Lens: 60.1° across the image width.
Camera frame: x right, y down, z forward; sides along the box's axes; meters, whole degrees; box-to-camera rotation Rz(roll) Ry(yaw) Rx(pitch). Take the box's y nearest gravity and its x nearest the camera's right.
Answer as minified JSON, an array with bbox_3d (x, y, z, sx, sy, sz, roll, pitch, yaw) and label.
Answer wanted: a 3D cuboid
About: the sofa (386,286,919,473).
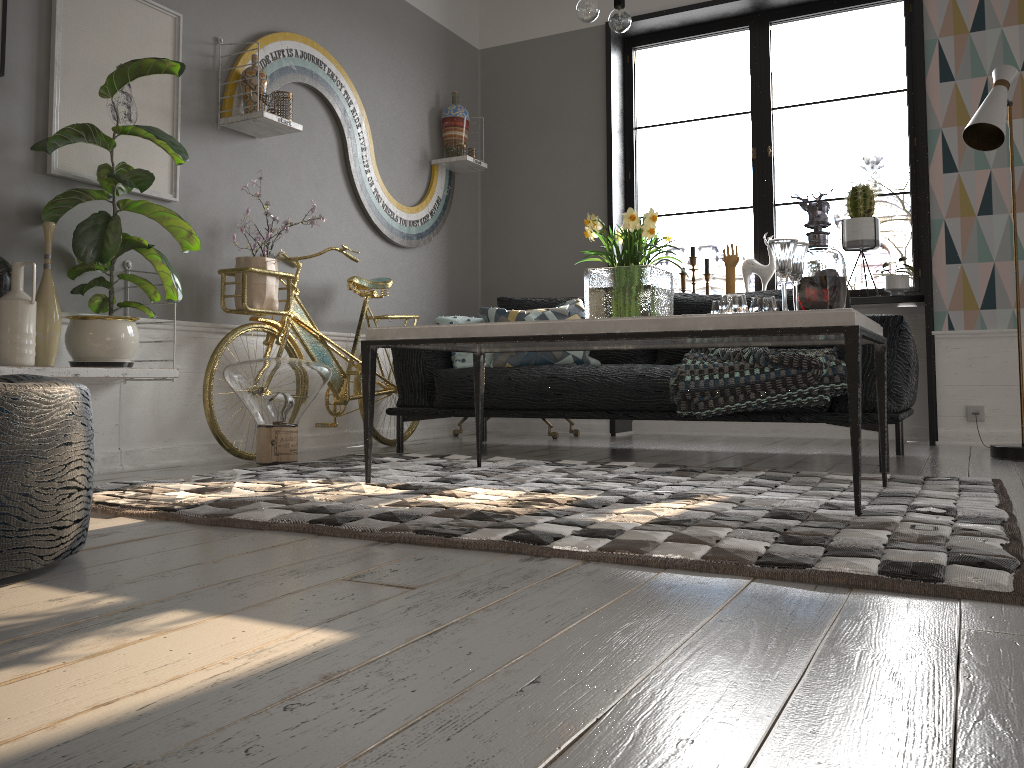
[{"bbox_3d":[0.606,-0.064,4.131,2.339,0.801,0.968,0,-1,27],"label":"sofa"}]

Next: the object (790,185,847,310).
[{"bbox_3d":[0.939,-0.393,2.704,0.155,0.419,0.148,3,-5,-43],"label":"object"}]

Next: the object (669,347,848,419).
[{"bbox_3d":[1.008,-0.041,3.592,0.666,0.330,0.489,0,-1,23],"label":"object"}]

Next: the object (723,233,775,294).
[{"bbox_3d":[1.565,-0.676,5.163,0.662,0.411,0.134,-1,-3,29],"label":"object"}]

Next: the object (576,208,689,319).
[{"bbox_3d":[0.359,-0.357,2.778,0.351,0.352,0.324,-1,-2,30],"label":"object"}]

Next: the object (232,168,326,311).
[{"bbox_3d":[-1.022,-0.632,3.973,0.487,0.644,0.253,2,-4,-45],"label":"object"}]

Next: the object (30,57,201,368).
[{"bbox_3d":[-1.430,-0.632,3.224,0.566,1.155,0.414,1,-4,-23],"label":"object"}]

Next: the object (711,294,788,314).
[{"bbox_3d":[0.745,-0.222,2.713,0.246,0.088,0.278,0,0,5],"label":"object"}]

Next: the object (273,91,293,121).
[{"bbox_3d":[-1.043,-1.253,4.033,0.086,0.140,0.085,-1,-3,20],"label":"object"}]

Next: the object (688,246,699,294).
[{"bbox_3d":[1.107,-0.662,5.393,0.123,0.377,0.123,-2,-4,32],"label":"object"}]

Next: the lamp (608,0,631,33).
[{"bbox_3d":[0.385,-1.910,2.265,0.074,1.542,1.391,0,-2,-3],"label":"lamp"}]

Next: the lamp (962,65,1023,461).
[{"bbox_3d":[2.400,-0.536,3.949,0.679,1.709,1.243,-2,-3,26],"label":"lamp"}]

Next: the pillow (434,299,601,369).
[{"bbox_3d":[0.030,-0.242,4.382,0.798,0.363,0.442,0,-1,10],"label":"pillow"}]

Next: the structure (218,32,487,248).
[{"bbox_3d":[-0.731,-1.279,4.768,0.267,0.958,2.018,-2,-1,28],"label":"structure"}]

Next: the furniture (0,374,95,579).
[{"bbox_3d":[-1.161,0.159,1.597,0.735,0.358,0.734,0,-1,14],"label":"furniture"}]

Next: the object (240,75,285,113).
[{"bbox_3d":[-1.098,-1.264,3.897,0.197,0.166,0.060,1,-3,-29],"label":"object"}]

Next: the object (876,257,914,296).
[{"bbox_3d":[2.081,-0.580,4.796,0.170,0.204,0.246,-1,-2,30],"label":"object"}]

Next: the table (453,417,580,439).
[{"bbox_3d":[0.022,-0.015,5.517,0.742,0.682,0.338,-1,-3,27],"label":"table"}]

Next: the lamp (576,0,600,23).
[{"bbox_3d":[0.274,-1.910,2.182,0.074,1.542,1.391,0,-2,-3],"label":"lamp"}]

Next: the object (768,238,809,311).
[{"bbox_3d":[0.796,-0.295,2.536,0.082,0.228,0.167,-3,-4,39],"label":"object"}]

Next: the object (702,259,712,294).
[{"bbox_3d":[1.193,-0.625,5.403,0.075,0.302,0.075,2,-4,-32],"label":"object"}]

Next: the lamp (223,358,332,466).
[{"bbox_3d":[-0.963,0.111,3.636,0.432,0.439,0.431,1,-2,-32],"label":"lamp"}]

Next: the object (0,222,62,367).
[{"bbox_3d":[-1.653,-0.299,2.844,0.331,0.490,0.285,0,-3,-12],"label":"object"}]

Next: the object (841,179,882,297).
[{"bbox_3d":[1.939,-0.813,4.913,0.235,0.673,0.227,0,-3,-2],"label":"object"}]

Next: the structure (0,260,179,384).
[{"bbox_3d":[-2.020,-0.240,2.199,0.308,0.488,2.771,-2,-1,28],"label":"structure"}]

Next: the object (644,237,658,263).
[{"bbox_3d":[0.818,-0.718,5.546,0.145,0.492,0.162,2,-4,-26],"label":"object"}]

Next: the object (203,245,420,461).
[{"bbox_3d":[-0.854,-0.154,4.308,0.426,0.973,1.622,-1,-1,19],"label":"object"}]

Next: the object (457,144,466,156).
[{"bbox_3d":[-0.310,-1.430,5.450,0.060,0.079,0.060,-1,-2,16],"label":"object"}]

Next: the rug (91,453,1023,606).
[{"bbox_3d":[0.072,0.318,2.679,2.524,0.034,1.767,0,0,28],"label":"rug"}]

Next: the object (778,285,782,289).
[{"bbox_3d":[1.571,-0.525,5.140,0.123,0.099,0.122,1,-2,-40],"label":"object"}]

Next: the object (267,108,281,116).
[{"bbox_3d":[-1.101,-1.225,4.089,0.062,0.082,0.062,0,-2,3],"label":"object"}]

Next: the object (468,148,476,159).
[{"bbox_3d":[-0.248,-1.430,5.494,0.050,0.058,0.050,-1,-2,17],"label":"object"}]

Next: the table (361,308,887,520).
[{"bbox_3d":[0.344,0.076,2.730,1.455,0.513,0.731,0,-1,28],"label":"table"}]
